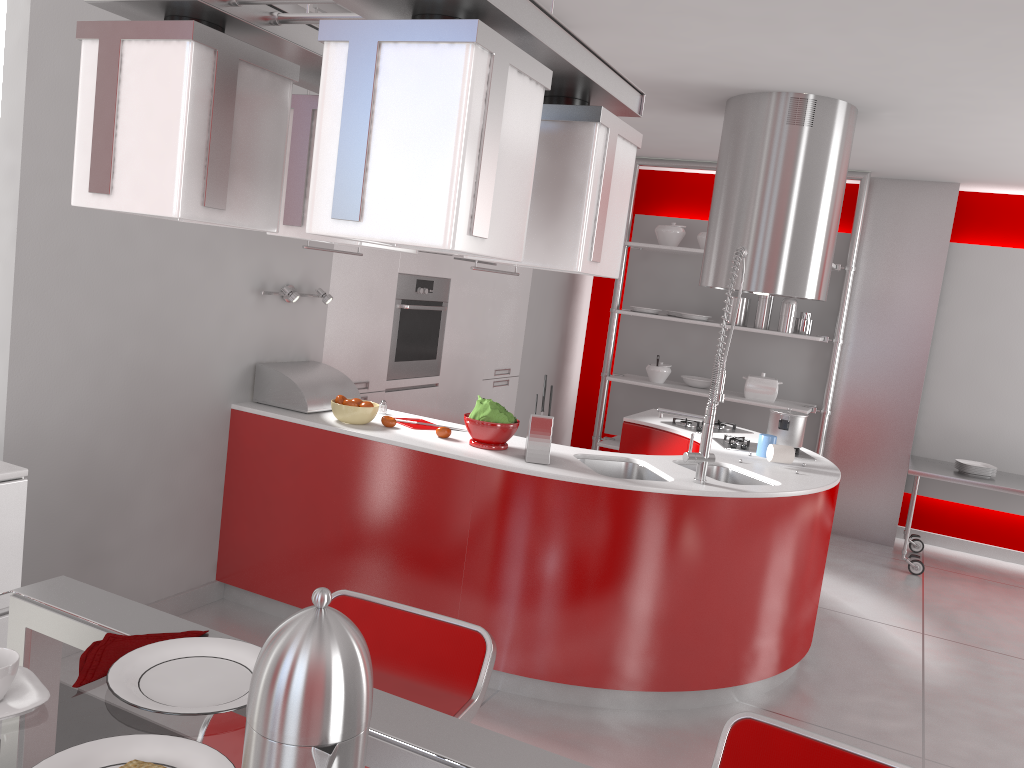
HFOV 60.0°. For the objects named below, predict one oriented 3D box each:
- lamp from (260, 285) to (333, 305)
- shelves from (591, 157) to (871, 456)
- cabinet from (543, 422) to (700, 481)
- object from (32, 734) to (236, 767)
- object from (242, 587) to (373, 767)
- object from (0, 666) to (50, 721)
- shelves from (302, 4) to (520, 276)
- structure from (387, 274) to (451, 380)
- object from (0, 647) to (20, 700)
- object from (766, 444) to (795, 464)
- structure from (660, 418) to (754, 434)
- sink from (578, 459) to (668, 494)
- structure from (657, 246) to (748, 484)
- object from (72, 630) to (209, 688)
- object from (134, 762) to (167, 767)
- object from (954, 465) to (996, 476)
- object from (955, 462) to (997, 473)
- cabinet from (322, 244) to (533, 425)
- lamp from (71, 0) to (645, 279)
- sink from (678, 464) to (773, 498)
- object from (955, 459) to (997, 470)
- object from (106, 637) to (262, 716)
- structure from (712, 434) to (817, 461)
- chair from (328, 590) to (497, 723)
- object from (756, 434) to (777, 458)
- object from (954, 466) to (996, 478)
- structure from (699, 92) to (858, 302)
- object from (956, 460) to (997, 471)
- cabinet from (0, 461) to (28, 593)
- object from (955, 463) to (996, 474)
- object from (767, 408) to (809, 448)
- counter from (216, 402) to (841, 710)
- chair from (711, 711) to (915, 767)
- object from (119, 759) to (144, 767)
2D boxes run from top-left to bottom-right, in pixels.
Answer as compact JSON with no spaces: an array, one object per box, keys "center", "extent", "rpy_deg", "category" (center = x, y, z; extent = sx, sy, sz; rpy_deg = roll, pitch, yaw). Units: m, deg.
[{"center":[-0.949,-0.399,4.002],"extent":[0.155,0.081,0.454],"rpy_deg":[10,7,24],"category":"lamp"},{"center":[1.535,-0.320,6.603],"extent":[1.735,2.599,0.535],"rpy_deg":[10,7,24],"category":"shelves"},{"center":[0.038,0.606,4.265],"extent":[1.875,0.761,1.025],"rpy_deg":[5,7,-20],"category":"cabinet"},{"center":[-0.383,0.411,0.882],"extent":[0.217,0.015,0.217],"rpy_deg":[4,8,-28],"category":"object"},{"center":[-0.192,0.310,0.774],"extent":[0.149,0.287,0.113],"rpy_deg":[12,8,32],"category":"object"},{"center":[-0.610,0.365,1.030],"extent":[0.119,0.016,0.119],"rpy_deg":[14,9,44],"category":"object"},{"center":[-0.358,-1.017,3.680],"extent":[0.934,1.023,0.462],"rpy_deg":[10,7,24],"category":"shelves"},{"center":[-0.520,-0.325,5.139],"extent":[0.050,0.589,0.599],"rpy_deg":[10,7,24],"category":"structure"},{"center":[-0.614,0.340,1.030],"extent":[0.078,0.049,0.062],"rpy_deg":[10,7,24],"category":"object"},{"center":[1.204,0.312,3.994],"extent":[0.100,0.080,0.109],"rpy_deg":[7,7,-6],"category":"object"},{"center":[1.090,0.228,4.942],"extent":[0.457,0.037,0.303],"rpy_deg":[2,8,-36],"category":"structure"},{"center":[0.426,0.435,3.546],"extent":[0.326,0.172,0.428],"rpy_deg":[6,7,-15],"category":"sink"},{"center":[0.765,-0.082,3.428],"extent":[0.308,0.920,0.178],"rpy_deg":[5,7,-22],"category":"structure"},{"center":[-0.526,0.357,1.203],"extent":[0.095,0.012,0.234],"rpy_deg":[10,7,24],"category":"object"},{"center":[-0.379,0.403,0.917],"extent":[0.034,0.006,0.036],"rpy_deg":[9,7,12],"category":"object"},{"center":[3.032,0.572,5.813],"extent":[0.228,0.020,0.228],"rpy_deg":[8,7,6],"category":"object"},{"center":[3.035,0.552,5.810],"extent":[0.228,0.020,0.228],"rpy_deg":[8,7,6],"category":"object"},{"center":[-0.704,-0.193,5.563],"extent":[0.614,2.026,2.398],"rpy_deg":[10,7,24],"category":"cabinet"},{"center":[-0.041,-0.611,0.623],"extent":[0.304,1.025,0.304],"rpy_deg":[10,7,24],"category":"lamp"},{"center":[0.880,0.473,3.718],"extent":[0.326,0.172,0.428],"rpy_deg":[4,8,-27],"category":"sink"},{"center":[3.037,0.532,5.808],"extent":[0.228,0.020,0.228],"rpy_deg":[8,7,6],"category":"object"},{"center":[-0.404,0.378,1.141],"extent":[0.217,0.015,0.217],"rpy_deg":[4,8,-29],"category":"object"},{"center":[1.258,0.309,4.441],"extent":[0.457,0.037,0.303],"rpy_deg":[7,7,-1],"category":"structure"},{"center":[-0.335,0.904,1.734],"extent":[0.418,0.857,0.460],"rpy_deg":[10,7,19],"category":"chair"},{"center":[1.177,0.285,4.119],"extent":[0.080,0.100,0.109],"rpy_deg":[7,7,-3],"category":"object"},{"center":[3.031,0.582,5.814],"extent":[0.228,0.020,0.228],"rpy_deg":[8,7,6],"category":"object"},{"center":[1.358,-0.937,4.564],"extent":[0.644,0.958,0.644],"rpy_deg":[6,7,-10],"category":"structure"},{"center":[3.036,0.542,5.809],"extent":[0.228,0.020,0.228],"rpy_deg":[8,7,6],"category":"object"},{"center":[-2.038,0.666,1.800],"extent":[0.610,0.880,1.802],"rpy_deg":[10,7,24],"category":"cabinet"},{"center":[3.033,0.562,5.812],"extent":[0.228,0.020,0.228],"rpy_deg":[8,7,6],"category":"object"},{"center":[1.371,0.213,4.426],"extent":[0.189,0.185,0.218],"rpy_deg":[6,7,-14],"category":"object"},{"center":[0.259,0.684,4.121],"extent":[2.865,0.880,1.868],"rpy_deg":[3,8,-32],"category":"counter"},{"center":[0.414,1.041,1.389],"extent":[0.418,0.857,0.460],"rpy_deg":[11,8,29],"category":"chair"},{"center":[-0.394,0.406,0.929],"extent":[0.036,0.006,0.034],"rpy_deg":[10,7,24],"category":"object"}]
